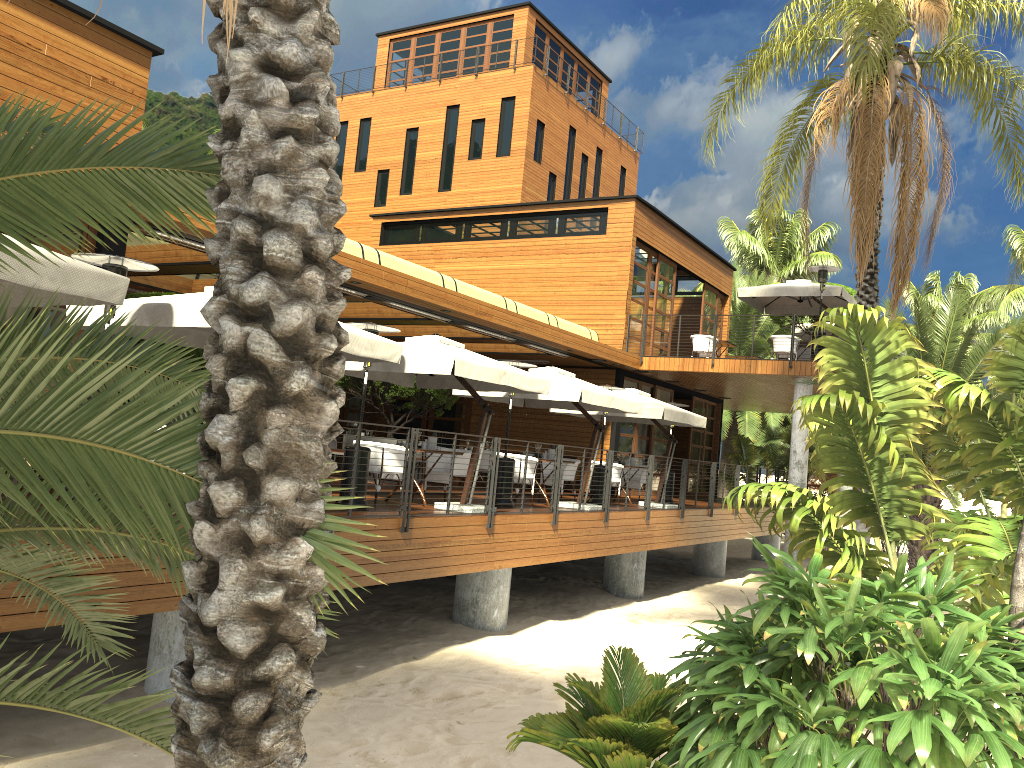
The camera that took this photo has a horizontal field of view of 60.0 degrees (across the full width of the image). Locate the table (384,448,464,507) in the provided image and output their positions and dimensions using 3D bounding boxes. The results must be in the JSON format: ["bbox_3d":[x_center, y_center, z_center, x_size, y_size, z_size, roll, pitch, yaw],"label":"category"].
[{"bbox_3d":[-1.314,1.244,11.949,0.932,0.750,0.930,3,-5,31],"label":"table"}]

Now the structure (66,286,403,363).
[{"bbox_3d":[-2.876,0.096,9.151,2.414,2.337,2.409,3,-6,31],"label":"structure"}]

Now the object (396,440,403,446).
[{"bbox_3d":[-1.511,0.801,11.905,0.086,0.086,0.086,2,-6,36],"label":"object"}]

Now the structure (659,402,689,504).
[{"bbox_3d":[3.356,1.472,18.938,0.699,2.196,0.698,4,-5,19],"label":"structure"}]

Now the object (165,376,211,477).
[{"bbox_3d":[-3.791,0.589,10.636,0.769,1.399,0.770,4,-5,16],"label":"object"}]

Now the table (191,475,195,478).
[{"bbox_3d":[-3.046,0.868,9.071,0.932,0.750,0.930,3,-5,31],"label":"table"}]

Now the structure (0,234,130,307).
[{"bbox_3d":[-4.603,-0.279,6.282,2.414,2.337,2.409,3,-6,31],"label":"structure"}]

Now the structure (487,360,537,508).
[{"bbox_3d":[-0.065,0.729,13.255,0.699,2.196,0.698,4,-5,19],"label":"structure"}]

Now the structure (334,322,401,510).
[{"bbox_3d":[-1.768,0.359,10.425,0.699,2.196,0.698,4,-5,19],"label":"structure"}]

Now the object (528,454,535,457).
[{"bbox_3d":[0.315,1.193,14.724,0.116,0.065,0.116,3,-5,30],"label":"object"}]

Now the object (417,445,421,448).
[{"bbox_3d":[-1.276,0.869,12.219,0.080,0.042,0.080,6,-4,-7],"label":"object"}]

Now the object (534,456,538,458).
[{"bbox_3d":[0.400,1.208,14.672,0.080,0.042,0.080,6,-4,-7],"label":"object"}]

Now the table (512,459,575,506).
[{"bbox_3d":[0.419,1.620,14.827,0.932,0.750,0.930,3,-5,31],"label":"table"}]

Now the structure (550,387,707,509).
[{"bbox_3d":[2.306,1.221,17.761,2.414,2.337,2.409,3,-6,31],"label":"structure"}]

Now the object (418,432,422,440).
[{"bbox_3d":[-1.302,0.776,12.301,0.082,0.227,0.082,3,-6,20],"label":"object"}]

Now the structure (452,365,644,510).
[{"bbox_3d":[0.579,0.846,14.891,2.414,2.337,2.409,3,-6,31],"label":"structure"}]

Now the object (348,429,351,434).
[{"bbox_3d":[-3.704,1.132,20.179,0.082,0.227,0.082,7,-6,-21],"label":"object"}]

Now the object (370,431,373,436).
[{"bbox_3d":[-3.275,1.203,20.592,0.082,0.227,0.082,7,-6,-21],"label":"object"}]

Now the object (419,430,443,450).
[{"bbox_3d":[-1.095,0.753,11.920,0.263,0.264,0.263,7,-5,-14],"label":"object"}]

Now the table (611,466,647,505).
[{"bbox_3d":[2.155,1.997,17.712,0.932,0.750,0.930,3,-5,31],"label":"table"}]

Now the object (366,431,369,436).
[{"bbox_3d":[-3.292,1.170,20.167,0.082,0.227,0.082,7,-5,-16],"label":"object"}]

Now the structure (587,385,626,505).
[{"bbox_3d":[1.643,1.100,16.094,0.699,2.196,0.698,4,-5,19],"label":"structure"}]

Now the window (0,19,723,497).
[{"bbox_3d":[-0.909,-6.476,24.427,14.492,17.993,38.346,5,-4,9],"label":"window"}]

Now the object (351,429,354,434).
[{"bbox_3d":[-3.713,1.163,20.604,0.082,0.227,0.082,7,-5,-16],"label":"object"}]

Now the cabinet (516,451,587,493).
[{"bbox_3d":[0.916,2.075,20.873,1.611,0.839,0.556,3,-6,31],"label":"cabinet"}]

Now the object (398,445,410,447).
[{"bbox_3d":[-1.450,0.823,11.700,0.295,0.025,0.170,3,-5,31],"label":"object"}]

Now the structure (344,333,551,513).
[{"bbox_3d":[-1.149,0.471,12.021,2.414,2.337,2.409,3,-6,31],"label":"structure"}]

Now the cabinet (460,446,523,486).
[{"bbox_3d":[-0.470,2.007,21.715,1.611,0.839,0.556,3,-6,31],"label":"cabinet"}]

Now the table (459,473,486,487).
[{"bbox_3d":[-0.752,1.824,19.071,1.166,0.750,1.164,2,-6,37],"label":"table"}]

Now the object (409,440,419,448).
[{"bbox_3d":[-1.355,0.781,12.074,0.163,0.179,0.167,2,-6,33],"label":"object"}]

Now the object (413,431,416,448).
[{"bbox_3d":[-1.282,0.737,11.746,0.082,0.227,0.082,2,-6,32],"label":"object"}]

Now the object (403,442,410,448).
[{"bbox_3d":[-1.409,0.818,11.861,0.116,0.065,0.116,3,-5,30],"label":"object"}]

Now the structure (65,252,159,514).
[{"bbox_3d":[-3.506,-0.019,7.537,0.699,2.196,0.698,4,-5,19],"label":"structure"}]

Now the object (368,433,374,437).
[{"bbox_3d":[-3.303,1.237,20.722,0.168,0.179,0.163,6,-5,-7],"label":"object"}]

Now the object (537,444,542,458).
[{"bbox_3d":[0.441,1.111,14.609,0.082,0.227,0.082,2,-6,32],"label":"object"}]

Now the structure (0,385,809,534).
[{"bbox_3d":[1.954,1.743,15.078,0.163,1.155,26.215,2,-5,31],"label":"structure"}]

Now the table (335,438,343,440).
[{"bbox_3d":[-3.553,1.656,20.375,1.166,0.750,1.163,2,-5,34],"label":"table"}]

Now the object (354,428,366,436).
[{"bbox_3d":[-3.507,1.153,20.406,0.263,0.264,0.263,6,-5,-10],"label":"object"}]
